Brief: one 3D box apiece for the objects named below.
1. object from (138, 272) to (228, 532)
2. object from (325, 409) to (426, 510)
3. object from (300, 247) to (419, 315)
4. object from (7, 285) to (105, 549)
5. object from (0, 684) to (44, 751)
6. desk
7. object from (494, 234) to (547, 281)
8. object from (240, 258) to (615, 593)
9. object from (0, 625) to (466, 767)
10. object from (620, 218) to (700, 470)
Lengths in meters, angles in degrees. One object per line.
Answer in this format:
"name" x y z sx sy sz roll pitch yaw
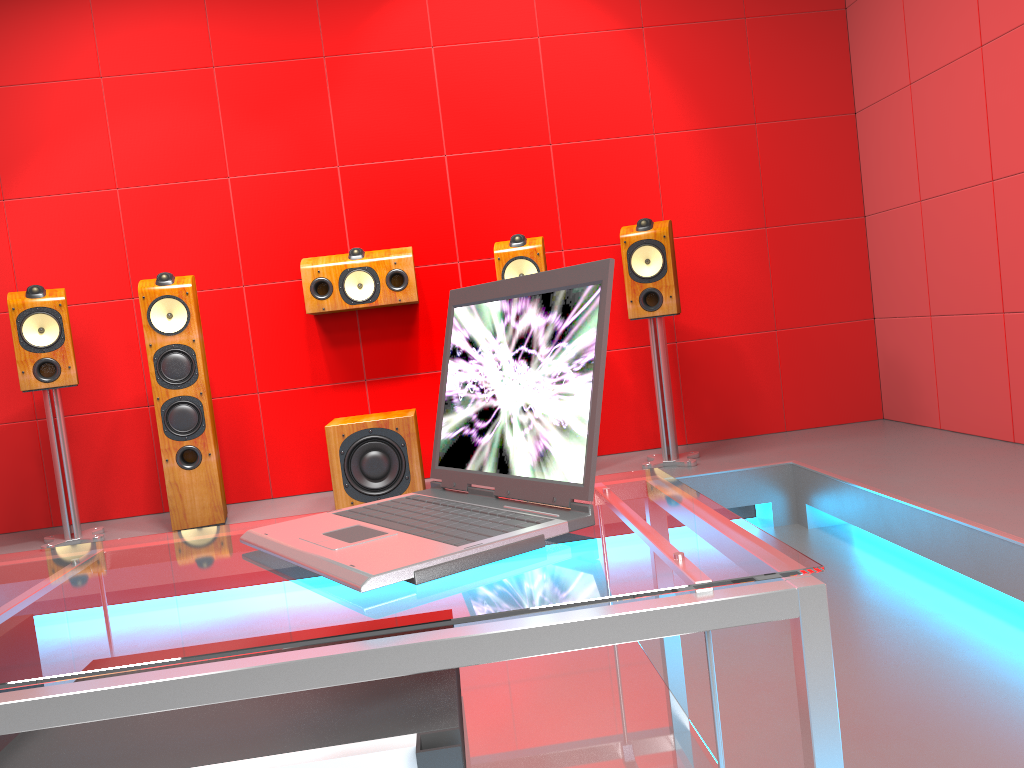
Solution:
"object" -1.360 0.067 3.674 0.203 1.052 0.238 -8 4 -14
"object" -0.568 0.318 3.752 0.360 0.360 0.360 -7 4 -4
"object" -0.687 -0.479 4.026 0.493 0.271 0.235 -7 4 -4
"object" -1.872 0.127 3.633 0.231 1.058 0.265 -8 4 -24
"object" -0.759 0.392 0.863 0.431 0.158 0.371 -7 4 -4
"desk" -0.519 0.574 0.959 1.617 0.690 0.594 -7 4 -4
"object" 0.088 -0.112 3.811 0.203 1.052 0.238 -6 4 5
"object" -0.106 0.030 1.007 0.340 0.285 0.342 -9 4 -34
"object" -0.268 0.365 0.907 0.435 0.092 0.365 -7 4 -4
"object" 0.633 -0.181 3.831 0.231 1.058 0.265 -6 4 15
